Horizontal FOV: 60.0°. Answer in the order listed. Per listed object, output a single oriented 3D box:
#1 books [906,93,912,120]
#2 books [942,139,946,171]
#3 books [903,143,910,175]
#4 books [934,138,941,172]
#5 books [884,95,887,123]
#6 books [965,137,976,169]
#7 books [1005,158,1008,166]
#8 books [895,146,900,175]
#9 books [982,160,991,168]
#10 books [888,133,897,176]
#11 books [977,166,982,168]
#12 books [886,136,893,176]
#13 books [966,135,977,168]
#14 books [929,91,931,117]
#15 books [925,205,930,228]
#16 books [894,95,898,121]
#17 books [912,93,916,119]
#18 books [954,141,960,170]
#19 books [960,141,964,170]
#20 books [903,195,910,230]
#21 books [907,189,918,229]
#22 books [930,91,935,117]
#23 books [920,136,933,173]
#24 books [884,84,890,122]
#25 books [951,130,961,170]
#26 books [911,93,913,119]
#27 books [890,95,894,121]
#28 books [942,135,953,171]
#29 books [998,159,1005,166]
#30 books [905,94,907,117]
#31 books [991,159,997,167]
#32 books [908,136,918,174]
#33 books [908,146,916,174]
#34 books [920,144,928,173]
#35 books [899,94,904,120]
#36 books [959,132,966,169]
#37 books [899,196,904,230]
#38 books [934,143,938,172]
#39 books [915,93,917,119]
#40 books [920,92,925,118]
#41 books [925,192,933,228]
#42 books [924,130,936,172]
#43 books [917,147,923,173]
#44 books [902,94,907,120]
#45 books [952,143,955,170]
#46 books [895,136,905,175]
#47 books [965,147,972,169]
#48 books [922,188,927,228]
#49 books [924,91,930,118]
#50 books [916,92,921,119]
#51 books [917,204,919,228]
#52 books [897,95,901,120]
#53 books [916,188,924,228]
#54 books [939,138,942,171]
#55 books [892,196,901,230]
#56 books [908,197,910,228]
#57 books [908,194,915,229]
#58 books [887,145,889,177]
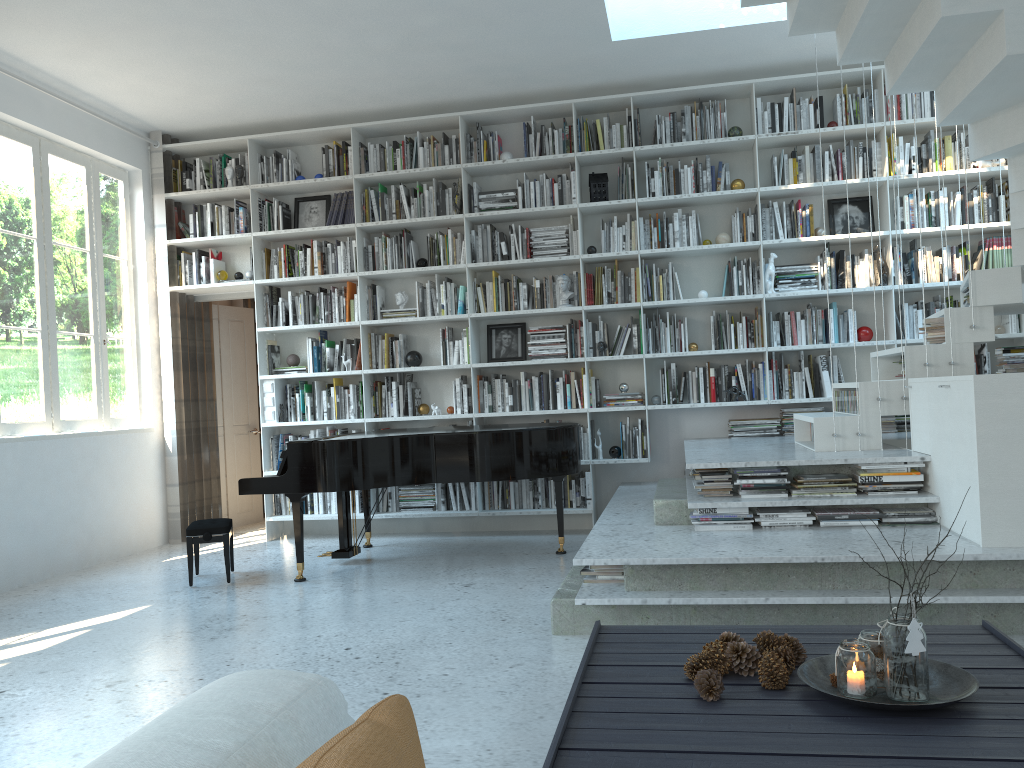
[{"bbox_3d":[2.727,-1.894,6.130,0.023,0.244,0.182,-3,-1,11],"label":"books"},{"bbox_3d":[2.910,-1.526,6.023,0.013,0.222,0.174,-3,-1,11],"label":"books"},{"bbox_3d":[2.681,-1.515,6.064,0.049,0.223,0.161,-3,0,11],"label":"books"},{"bbox_3d":[2.882,-1.535,6.037,0.022,0.242,0.144,-3,0,11],"label":"books"},{"bbox_3d":[2.581,-1.876,6.177,0.027,0.224,0.134,-3,0,11],"label":"books"},{"bbox_3d":[3.128,-1.556,6.053,0.022,0.261,0.160,-3,0,11],"label":"books"},{"bbox_3d":[3.337,-1.559,6.028,0.040,0.246,0.160,-3,0,11],"label":"books"},{"bbox_3d":[2.619,-1.503,6.073,0.024,0.205,0.165,-3,-1,11],"label":"books"},{"bbox_3d":[3.209,-1.556,6.045,0.070,0.254,0.154,-3,0,11],"label":"books"},{"bbox_3d":[2.601,-1.546,6.075,0.010,0.294,0.183,-3,0,11],"label":"books"},{"bbox_3d":[3.162,-1.570,6.057,0.023,0.287,0.163,-3,0,11],"label":"books"},{"bbox_3d":[2.582,-1.545,6.103,0.036,0.293,0.135,-3,0,11],"label":"books"},{"bbox_3d":[3.147,-1.573,6.072,0.011,0.294,0.151,-3,0,11],"label":"books"},{"bbox_3d":[2.858,-1.897,6.111,0.011,0.236,0.148,-3,0,11],"label":"books"},{"bbox_3d":[2.848,-1.133,6.125,0.027,0.179,0.157,-3,-1,11],"label":"books"},{"bbox_3d":[2.648,-1.879,6.162,0.025,0.223,0.136,-3,0,11],"label":"books"},{"bbox_3d":[2.754,-1.926,6.126,0.012,0.306,0.184,-3,0,11],"label":"books"},{"bbox_3d":[3.026,-1.530,6.072,0.023,0.220,0.171,-3,-1,11],"label":"books"},{"bbox_3d":[3.053,-1.528,6.062,0.013,0.213,0.186,-3,-1,11],"label":"books"},{"bbox_3d":[2.706,-1.160,6.126,0.023,0.247,0.182,-3,0,11],"label":"books"},{"bbox_3d":[2.759,-1.182,6.112,0.014,0.285,0.185,-3,0,11],"label":"books"},{"bbox_3d":[2.878,-1.904,6.117,0.027,0.249,0.154,-3,0,11],"label":"books"},{"bbox_3d":[2.822,-1.537,6.034,0.023,0.253,0.189,-3,-1,11],"label":"books"},{"bbox_3d":[2.592,-1.922,6.148,0.011,0.313,0.172,-3,0,11],"label":"books"},{"bbox_3d":[3.042,-1.568,6.077,0.010,0.295,0.165,-3,0,11],"label":"books"},{"bbox_3d":[2.745,-1.936,6.143,0.012,0.326,0.151,-3,0,11],"label":"books"},{"bbox_3d":[2.621,-1.904,6.156,0.022,0.275,0.160,-3,0,11],"label":"books"},{"bbox_3d":[2.940,-1.537,6.040,0.042,0.242,0.247,-3,-1,11],"label":"books"},{"bbox_3d":[3.303,-1.563,6.035,0.029,0.258,0.163,-3,0,11],"label":"books"},{"bbox_3d":[2.710,-1.937,6.148,0.014,0.331,0.143,-3,0,11],"label":"books"},{"bbox_3d":[3.254,-1.538,6.034,0.023,0.213,0.180,-3,-1,11],"label":"books"},{"bbox_3d":[2.740,-1.538,6.062,0.023,0.263,0.158,-3,0,11],"label":"books"},{"bbox_3d":[2.716,-1.502,6.051,0.024,0.193,0.190,-3,-1,11],"label":"books"},{"bbox_3d":[2.804,-1.515,6.057,0.025,0.211,0.134,-3,0,11],"label":"books"},{"bbox_3d":[2.673,-1.904,6.129,0.012,0.269,0.184,-3,0,11],"label":"books"},{"bbox_3d":[3.074,-1.563,6.083,0.024,0.281,0.153,-3,0,11],"label":"books"},{"bbox_3d":[2.687,-1.160,6.158,0.026,0.250,0.160,-3,0,11],"label":"books"},{"bbox_3d":[2.865,-1.516,6.035,0.014,0.206,0.184,-3,-1,11],"label":"books"},{"bbox_3d":[2.769,-1.904,6.132,0.014,0.260,0.167,-3,0,11],"label":"books"},{"bbox_3d":[2.813,-1.906,6.120,0.022,0.259,0.163,-3,0,11],"label":"books"},{"bbox_3d":[2.863,-1.174,6.108,0.013,0.260,0.158,-3,0,11],"label":"books"},{"bbox_3d":[2.844,-1.560,6.035,0.022,0.296,0.152,-3,0,11],"label":"books"},{"bbox_3d":[2.779,-1.507,6.096,0.038,0.199,0.170,-3,-1,11],"label":"books"},{"bbox_3d":[2.691,-1.885,6.130,0.022,0.229,0.175,-3,-1,11],"label":"books"},{"bbox_3d":[3.005,-1.527,6.092,0.024,0.217,0.167,-3,-1,11],"label":"books"},{"bbox_3d":[2.641,-1.533,6.060,0.026,0.263,0.189,-3,0,11],"label":"books"},{"bbox_3d":[3.105,-1.515,6.077,0.034,0.182,0.156,-3,-1,11],"label":"books"},{"bbox_3d":[2.824,-1.189,6.115,0.012,0.293,0.165,-3,0,11],"label":"books"},{"bbox_3d":[2.838,-1.910,6.116,0.029,0.264,0.179,-3,0,11],"label":"books"},{"bbox_3d":[2.789,-1.913,6.129,0.027,0.275,0.148,-3,0,11],"label":"books"},{"bbox_3d":[2.788,-1.136,6.140,0.028,0.191,0.136,-3,0,11],"label":"books"},{"bbox_3d":[2.662,-1.912,6.145,0.013,0.286,0.150,-3,0,11],"label":"books"},{"bbox_3d":[2.809,-1.190,6.129,0.022,0.297,0.162,-3,0,11],"label":"books"},{"bbox_3d":[2.899,-1.533,6.034,0.012,0.237,0.165,-3,0,11],"label":"books"},{"bbox_3d":[2.665,-1.161,6.149,0.012,0.254,0.161,-3,0,11],"label":"books"},{"bbox_3d":[2.726,-1.156,6.140,0.011,0.238,0.172,-3,0,11],"label":"books"},{"bbox_3d":[2.743,-1.166,6.130,0.026,0.256,0.173,-3,0,11],"label":"books"},{"bbox_3d":[2.555,-1.517,6.097,0.027,0.241,0.162,-3,0,11],"label":"books"}]
